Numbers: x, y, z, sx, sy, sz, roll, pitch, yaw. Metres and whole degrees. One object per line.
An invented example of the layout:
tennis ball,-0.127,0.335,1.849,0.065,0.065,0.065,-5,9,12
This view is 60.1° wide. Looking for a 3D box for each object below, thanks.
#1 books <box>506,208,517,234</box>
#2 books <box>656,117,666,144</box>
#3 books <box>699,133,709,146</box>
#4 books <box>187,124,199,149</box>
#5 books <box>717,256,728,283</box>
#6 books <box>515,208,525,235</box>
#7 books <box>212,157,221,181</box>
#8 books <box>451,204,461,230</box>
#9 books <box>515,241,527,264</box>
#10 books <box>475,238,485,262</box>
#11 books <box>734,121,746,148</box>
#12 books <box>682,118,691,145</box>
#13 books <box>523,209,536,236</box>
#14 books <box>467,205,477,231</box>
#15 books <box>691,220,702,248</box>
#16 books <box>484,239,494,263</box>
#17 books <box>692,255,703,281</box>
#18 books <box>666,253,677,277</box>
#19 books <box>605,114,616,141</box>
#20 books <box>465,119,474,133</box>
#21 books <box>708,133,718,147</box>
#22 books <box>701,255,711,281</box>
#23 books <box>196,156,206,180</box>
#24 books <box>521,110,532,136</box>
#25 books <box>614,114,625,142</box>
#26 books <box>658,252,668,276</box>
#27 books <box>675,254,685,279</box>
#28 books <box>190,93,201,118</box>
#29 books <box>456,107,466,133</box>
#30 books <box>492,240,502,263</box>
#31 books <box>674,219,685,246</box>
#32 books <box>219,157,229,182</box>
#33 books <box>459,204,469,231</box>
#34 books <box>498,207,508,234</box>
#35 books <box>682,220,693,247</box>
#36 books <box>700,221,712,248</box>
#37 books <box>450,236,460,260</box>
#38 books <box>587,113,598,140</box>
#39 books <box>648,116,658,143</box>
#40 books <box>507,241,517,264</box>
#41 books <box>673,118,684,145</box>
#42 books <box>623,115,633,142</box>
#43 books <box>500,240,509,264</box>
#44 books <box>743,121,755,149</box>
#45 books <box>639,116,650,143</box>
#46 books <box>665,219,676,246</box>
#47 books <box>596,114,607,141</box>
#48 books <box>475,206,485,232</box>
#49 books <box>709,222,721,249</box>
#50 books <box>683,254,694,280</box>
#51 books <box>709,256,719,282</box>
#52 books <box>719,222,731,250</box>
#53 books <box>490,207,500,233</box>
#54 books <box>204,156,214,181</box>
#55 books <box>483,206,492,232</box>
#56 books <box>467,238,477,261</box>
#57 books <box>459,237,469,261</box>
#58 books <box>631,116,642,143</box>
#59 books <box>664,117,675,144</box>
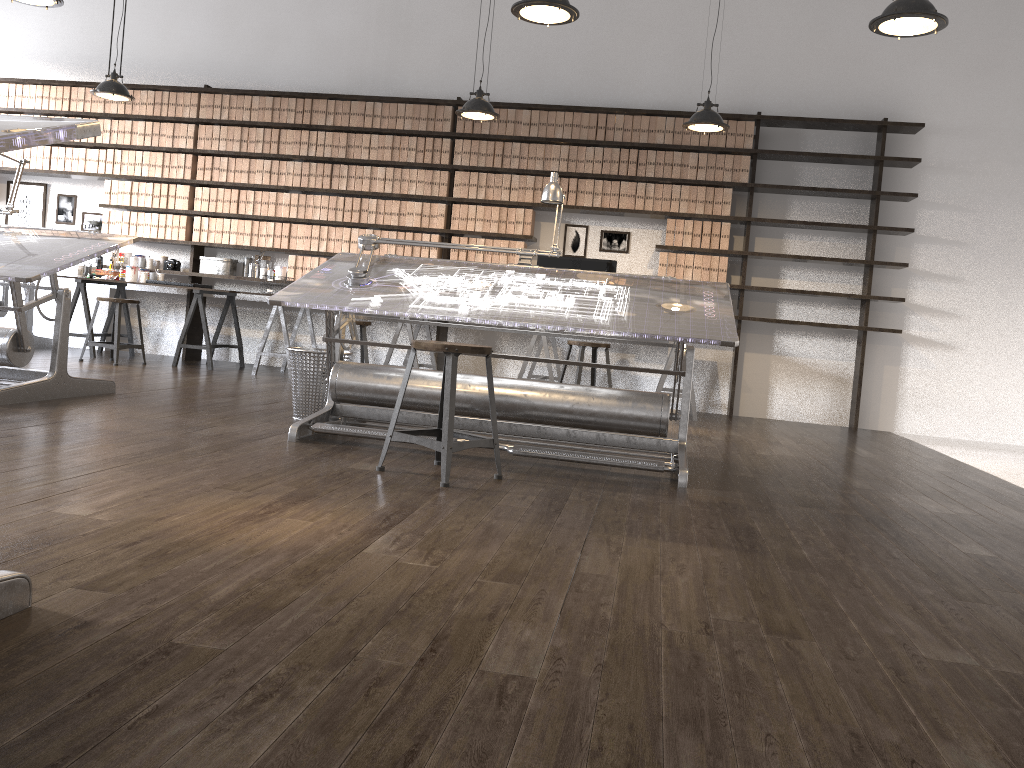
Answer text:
books,0.007,-1.370,7.514,0.067,0.225,0.174,5,2,9
books,1.227,-2.072,7.307,0.067,0.225,0.175,5,2,9
books,1.575,-2.037,7.246,0.067,0.225,0.175,5,2,9
books,-2.846,-2.207,7.972,0.067,0.225,0.175,5,2,9
books,1.717,-0.920,7.235,0.067,0.225,0.175,5,2,9
books,0.076,-1.362,7.498,0.067,0.225,0.174,5,2,9
books,-2.609,-1.907,7.940,0.067,0.225,0.175,5,2,9
books,-0.465,-1.418,7.592,0.067,0.225,0.174,5,2,9
books,0.076,-1.086,7.501,0.067,0.225,0.175,5,2,9
books,-0.257,-1.120,7.554,0.067,0.225,0.174,5,2,9
books,1.851,-2.009,7.209,0.067,0.225,0.174,5,2,9
books,1.436,-2.051,7.276,0.067,0.225,0.174,5,2,9
books,0.147,-1.356,7.491,0.067,0.225,0.175,5,2,9
books,-0.328,-1.403,7.564,0.067,0.225,0.175,5,2,9
books,1.514,-1.217,7.268,0.067,0.225,0.175,5,2,9
books,-0.187,-1.113,7.547,0.067,0.225,0.174,5,2,9
books,1.520,-0.940,7.262,0.067,0.225,0.175,5,2,9
books,1.312,-0.961,7.301,0.067,0.225,0.175,5,2,9
books,0.824,-2.113,7.376,0.067,0.225,0.175,5,2,9
books,-0.346,-2.232,7.561,0.067,0.225,0.175,5,2,9
books,1.646,-2.030,7.235,0.067,0.225,0.175,5,2,9
books,1.585,-0.933,7.251,0.067,0.225,0.175,5,2,9
books,-2.755,-1.922,7.964,0.067,0.225,0.175,5,2,9
books,0.131,-2.183,7.486,0.067,0.225,0.175,5,2,9
books,0.893,-2.106,7.360,0.067,0.225,0.174,5,2,9
books,1.243,-0.968,7.309,0.067,0.225,0.175,5,2,9
books,1.381,-0.955,7.292,0.067,0.225,0.174,5,2,9
books,-2.814,-2.482,7.963,0.067,0.225,0.175,5,2,9
books,-0.418,-2.239,7.579,0.067,0.225,0.175,5,2,9
books,-0.117,-1.106,7.536,0.067,0.225,0.175,5,2,9
books,1.375,-1.231,7.290,0.067,0.225,0.174,5,2,9
books,-2.540,-1.900,7.924,0.067,0.225,0.174,5,2,9
books,-0.397,-1.411,7.579,0.067,0.225,0.175,5,2,9
books,-0.063,-1.377,7.525,0.067,0.225,0.175,5,2,9
books,1.443,-1.224,7.275,0.067,0.225,0.174,5,2,9
books,1.587,-1.209,7.251,0.067,0.225,0.175,5,2,9
books,-0.473,-1.142,7.594,0.067,0.225,0.175,5,2,9
books,0.678,-2.128,7.400,0.067,0.225,0.175,5,2,9
books,1.165,-2.079,7.318,0.067,0.225,0.175,5,2,9
books,0.014,-1.093,7.513,0.067,0.225,0.175,5,2,9
books,1.367,-2.058,7.286,0.067,0.225,0.175,5,2,9
books,0.964,-2.099,7.353,0.067,0.225,0.174,5,2,9
books,-0.052,-1.099,7.519,0.067,0.225,0.175,5,2,9
books,1.919,-2.002,7.194,0.067,0.225,0.174,5,2,9
books,1.099,-2.085,7.325,0.067,0.225,0.175,5,2,9
books,1.305,-1.238,7.302,0.067,0.225,0.175,5,2,9
books,0.750,-2.121,7.382,0.067,0.225,0.175,5,2,9
books,-0.257,-1.396,7.554,0.067,0.225,0.175,5,2,9
books,1.661,-1.202,7.244,0.067,0.225,0.175,5,2,9
books,1.449,-0.947,7.277,0.067,0.225,0.174,5,2,9
books,1.648,-0.927,7.245,0.067,0.225,0.175,5,2,9
books,1.735,-1.195,7.230,0.067,0.225,0.175,5,2,9
books,-0.130,-1.383,7.530,0.067,0.225,0.175,5,2,9
books,-2.684,-1.914,7.946,0.067,0.225,0.175,5,2,9
books,-0.195,-1.390,7.545,0.067,0.225,0.175,5,2,9
books,-0.326,-1.128,7.570,0.067,0.225,0.175,5,2,9
books,-0.401,-1.135,7.577,0.067,0.225,0.175,5,2,9
books,1.033,-2.092,7.341,0.067,0.225,0.175,5,2,9
books,1.298,-2.065,7.293,0.067,0.225,0.175,5,2,9
